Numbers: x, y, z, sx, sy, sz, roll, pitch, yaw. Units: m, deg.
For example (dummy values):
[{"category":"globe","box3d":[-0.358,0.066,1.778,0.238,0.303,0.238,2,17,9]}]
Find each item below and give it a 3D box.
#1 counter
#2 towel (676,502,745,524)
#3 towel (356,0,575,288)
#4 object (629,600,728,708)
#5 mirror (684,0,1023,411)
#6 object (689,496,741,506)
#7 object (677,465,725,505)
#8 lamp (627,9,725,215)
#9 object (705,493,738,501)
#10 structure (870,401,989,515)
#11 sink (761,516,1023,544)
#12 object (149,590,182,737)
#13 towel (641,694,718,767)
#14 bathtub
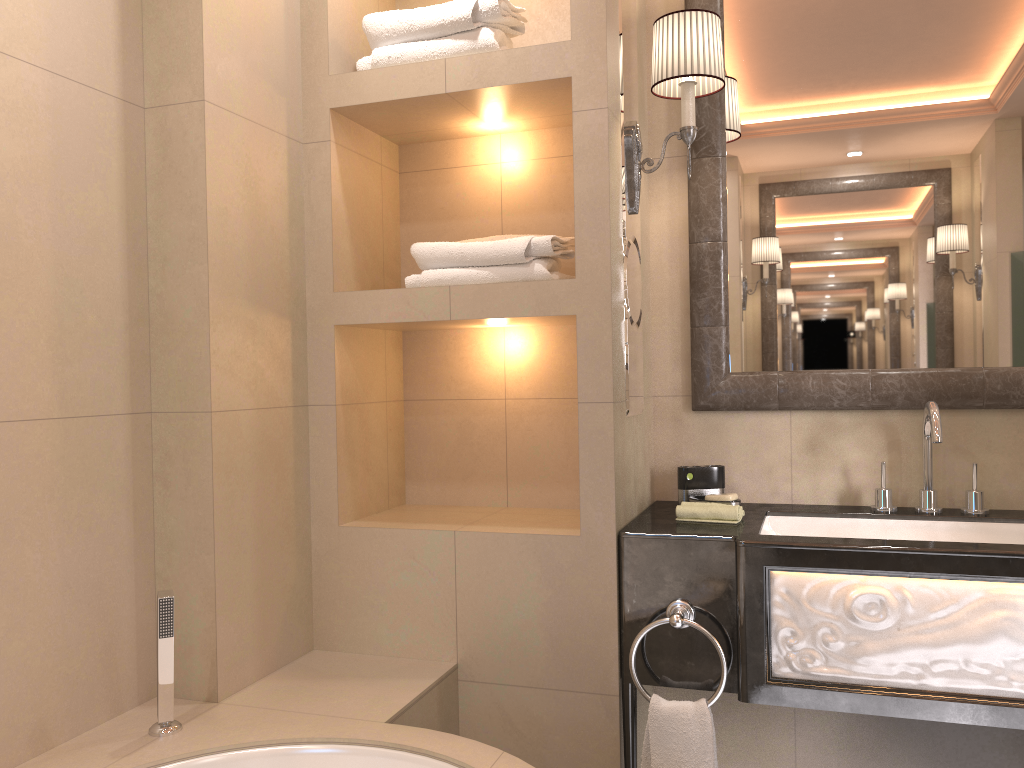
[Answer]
[{"category":"counter","box3d":[0.939,0.737,1.932,1.330,0.858,0.543,-1,1,19]},{"category":"towel","box3d":[0.460,0.297,2.071,0.149,0.039,0.096,-1,1,25]},{"category":"towel","box3d":[-0.577,-0.567,0.800,0.517,0.726,3.195,-1,1,19]},{"category":"object","box3d":[0.349,0.572,1.855,0.203,0.226,0.074,-1,1,19]},{"category":"mirror","box3d":[0.997,-0.597,2.158,1.130,1.320,0.040,-1,1,19]},{"category":"object","box3d":[0.495,0.297,2.169,0.133,0.035,0.080,-1,1,37]},{"category":"object","box3d":[0.484,0.262,2.267,0.124,0.104,0.038,-1,0,-7]},{"category":"lamp","box3d":[0.395,-0.634,2.111,0.223,0.444,0.174,-1,1,19]},{"category":"object","box3d":[0.509,0.276,2.156,0.077,0.022,0.051,-1,1,39]},{"category":"structure","box3d":[0.965,0.172,2.097,0.242,0.268,0.223,-1,1,-36]},{"category":"sink","box3d":[0.924,0.388,1.906,0.760,0.135,0.349,-1,1,19]},{"category":"object","box3d":[-0.650,0.520,1.661,0.059,0.280,0.114,-1,1,-26]},{"category":"towel","box3d":[0.349,0.873,1.830,0.173,0.455,0.116,-1,0,0]},{"category":"bathtub","box3d":[-0.551,0.935,0.797,1.060,0.540,2.662,-1,1,19]}]
